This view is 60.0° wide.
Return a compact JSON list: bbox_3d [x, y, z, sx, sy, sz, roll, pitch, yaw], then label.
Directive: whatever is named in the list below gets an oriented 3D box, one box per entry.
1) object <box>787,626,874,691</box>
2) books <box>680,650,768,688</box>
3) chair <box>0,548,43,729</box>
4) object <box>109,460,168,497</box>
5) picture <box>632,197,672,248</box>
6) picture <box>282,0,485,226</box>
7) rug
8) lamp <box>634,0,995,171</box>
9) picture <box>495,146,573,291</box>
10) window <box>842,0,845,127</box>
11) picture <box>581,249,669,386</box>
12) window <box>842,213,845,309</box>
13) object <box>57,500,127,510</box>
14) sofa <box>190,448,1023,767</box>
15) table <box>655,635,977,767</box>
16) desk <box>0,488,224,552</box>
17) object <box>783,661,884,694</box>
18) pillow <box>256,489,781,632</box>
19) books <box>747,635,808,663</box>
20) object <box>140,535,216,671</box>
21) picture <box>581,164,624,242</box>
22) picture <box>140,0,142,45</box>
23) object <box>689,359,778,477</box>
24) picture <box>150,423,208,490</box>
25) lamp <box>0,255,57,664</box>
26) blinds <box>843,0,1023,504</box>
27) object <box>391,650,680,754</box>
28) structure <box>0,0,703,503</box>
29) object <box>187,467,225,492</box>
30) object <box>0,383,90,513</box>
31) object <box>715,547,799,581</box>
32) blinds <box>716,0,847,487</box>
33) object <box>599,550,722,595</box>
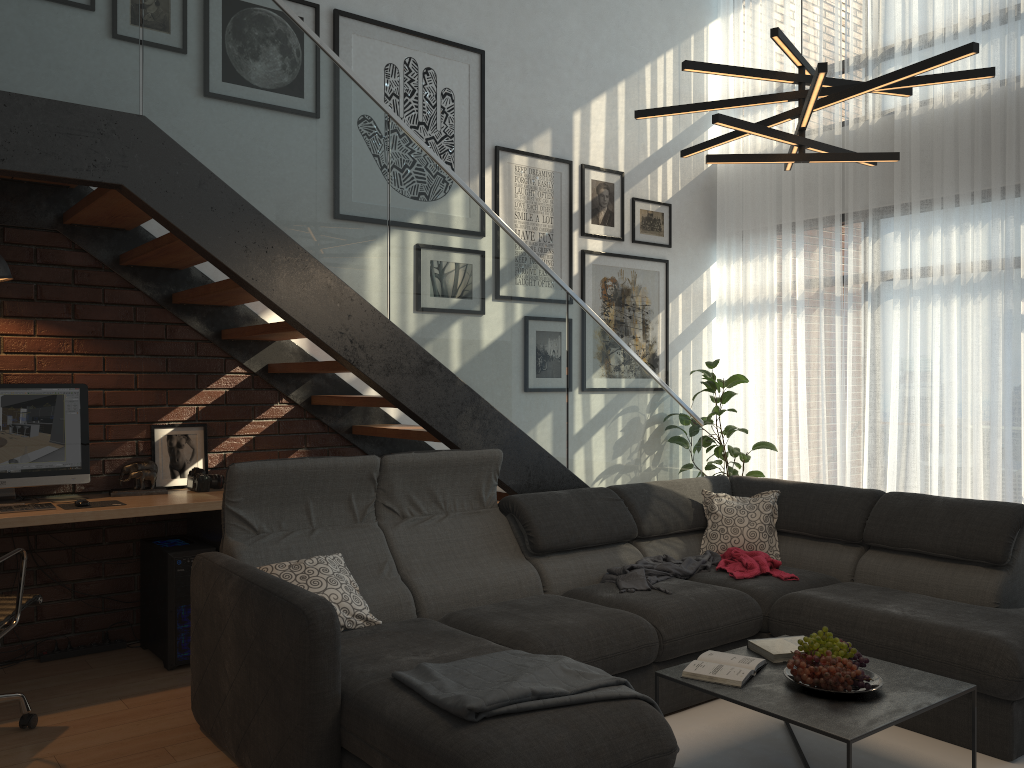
[{"bbox_3d":[1.000,0.854,2.759,0.279,0.173,0.256,0,0,-40],"label":"object"},{"bbox_3d":[0.699,0.925,2.906,0.199,0.025,0.294,0,0,32],"label":"books"},{"bbox_3d":[-2.085,0.784,3.080,0.651,0.991,0.700,0,0,-3],"label":"chair"},{"bbox_3d":[-1.803,0.452,4.279,0.252,0.160,0.149,0,0,-28],"label":"object"},{"bbox_3d":[1.042,-1.198,6.608,0.410,0.333,0.025,0,0,-37],"label":"picture"},{"bbox_3d":[-0.888,-1.776,5.132,1.785,1.678,0.028,0,0,-37],"label":"picture"},{"bbox_3d":[0.912,1.275,2.656,2.496,0.013,1.606,0,0,-38],"label":"rug"},{"bbox_3d":[0.922,-2.528,2.820,0.831,3.645,1.200,0,0,-27],"label":"lamp"},{"bbox_3d":[0.153,-1.043,5.925,0.654,0.990,0.025,0,0,-37],"label":"picture"},{"bbox_3d":[3.250,-3.068,5.275,0.119,2.500,4.808,0,0,-37],"label":"window"},{"bbox_3d":[0.833,-0.442,6.444,0.871,0.990,0.025,0,0,-37],"label":"picture"},{"bbox_3d":[3.250,0.033,5.275,0.119,2.501,4.808,0,0,-37],"label":"window"},{"bbox_3d":[-1.849,0.531,3.900,0.250,0.002,0.200,0,0,-37],"label":"object"},{"bbox_3d":[0.653,0.787,3.471,3.169,0.995,2.108,0,0,-37],"label":"sofa"},{"bbox_3d":[0.956,1.099,2.827,0.700,0.323,0.700,0,0,-37],"label":"table"},{"bbox_3d":[-1.860,0.907,4.011,2.182,0.750,0.610,0,0,-37],"label":"desk"},{"bbox_3d":[1.001,0.924,2.768,0.295,0.026,0.295,0,0,-44],"label":"object"},{"bbox_3d":[0.203,0.728,3.885,2.734,0.364,0.386,0,0,-34],"label":"pillow"},{"bbox_3d":[0.966,0.923,3.093,0.225,0.029,0.179,0,0,-14],"label":"books"},{"bbox_3d":[-1.579,1.018,4.189,0.215,0.527,0.474,0,0,-37],"label":"object"},{"bbox_3d":[0.645,-1.283,6.305,0.410,0.504,0.025,0,0,-37],"label":"picture"},{"bbox_3d":[-1.808,-1.905,4.431,0.358,0.440,0.022,0,0,-37],"label":"picture"},{"bbox_3d":[1.497,0.549,6.580,0.774,1.463,0.528,0,0,-17],"label":"object"},{"bbox_3d":[-1.689,0.368,4.510,0.279,0.329,0.049,0,0,-37],"label":"picture"},{"bbox_3d":[-2.394,0.280,3.684,0.462,2.003,1.054,0,0,36],"label":"lamp"},{"bbox_3d":[2.653,-1.521,5.689,0.218,5.581,1.374,0,0,-40],"label":"blinds"},{"bbox_3d":[0.050,0.990,2.587,0.685,0.369,0.548,0,0,-30],"label":"object"},{"bbox_3d":[-1.491,-0.216,3.980,5.660,3.460,1.289,0,0,-37],"label":"structure"},{"bbox_3d":[-1.523,0.474,4.442,0.166,0.119,0.149,0,0,-40],"label":"object"},{"bbox_3d":[-2.195,0.265,3.828,0.716,0.535,0.431,0,0,-37],"label":"object"},{"bbox_3d":[1.105,0.840,4.201,0.323,0.077,0.536,0,0,-3],"label":"object"},{"bbox_3d":[1.975,-1.521,6.534,0.218,5.581,1.223,0,0,-40],"label":"blinds"},{"bbox_3d":[0.665,0.866,4.099,0.411,0.118,0.905,0,0,29],"label":"object"}]
